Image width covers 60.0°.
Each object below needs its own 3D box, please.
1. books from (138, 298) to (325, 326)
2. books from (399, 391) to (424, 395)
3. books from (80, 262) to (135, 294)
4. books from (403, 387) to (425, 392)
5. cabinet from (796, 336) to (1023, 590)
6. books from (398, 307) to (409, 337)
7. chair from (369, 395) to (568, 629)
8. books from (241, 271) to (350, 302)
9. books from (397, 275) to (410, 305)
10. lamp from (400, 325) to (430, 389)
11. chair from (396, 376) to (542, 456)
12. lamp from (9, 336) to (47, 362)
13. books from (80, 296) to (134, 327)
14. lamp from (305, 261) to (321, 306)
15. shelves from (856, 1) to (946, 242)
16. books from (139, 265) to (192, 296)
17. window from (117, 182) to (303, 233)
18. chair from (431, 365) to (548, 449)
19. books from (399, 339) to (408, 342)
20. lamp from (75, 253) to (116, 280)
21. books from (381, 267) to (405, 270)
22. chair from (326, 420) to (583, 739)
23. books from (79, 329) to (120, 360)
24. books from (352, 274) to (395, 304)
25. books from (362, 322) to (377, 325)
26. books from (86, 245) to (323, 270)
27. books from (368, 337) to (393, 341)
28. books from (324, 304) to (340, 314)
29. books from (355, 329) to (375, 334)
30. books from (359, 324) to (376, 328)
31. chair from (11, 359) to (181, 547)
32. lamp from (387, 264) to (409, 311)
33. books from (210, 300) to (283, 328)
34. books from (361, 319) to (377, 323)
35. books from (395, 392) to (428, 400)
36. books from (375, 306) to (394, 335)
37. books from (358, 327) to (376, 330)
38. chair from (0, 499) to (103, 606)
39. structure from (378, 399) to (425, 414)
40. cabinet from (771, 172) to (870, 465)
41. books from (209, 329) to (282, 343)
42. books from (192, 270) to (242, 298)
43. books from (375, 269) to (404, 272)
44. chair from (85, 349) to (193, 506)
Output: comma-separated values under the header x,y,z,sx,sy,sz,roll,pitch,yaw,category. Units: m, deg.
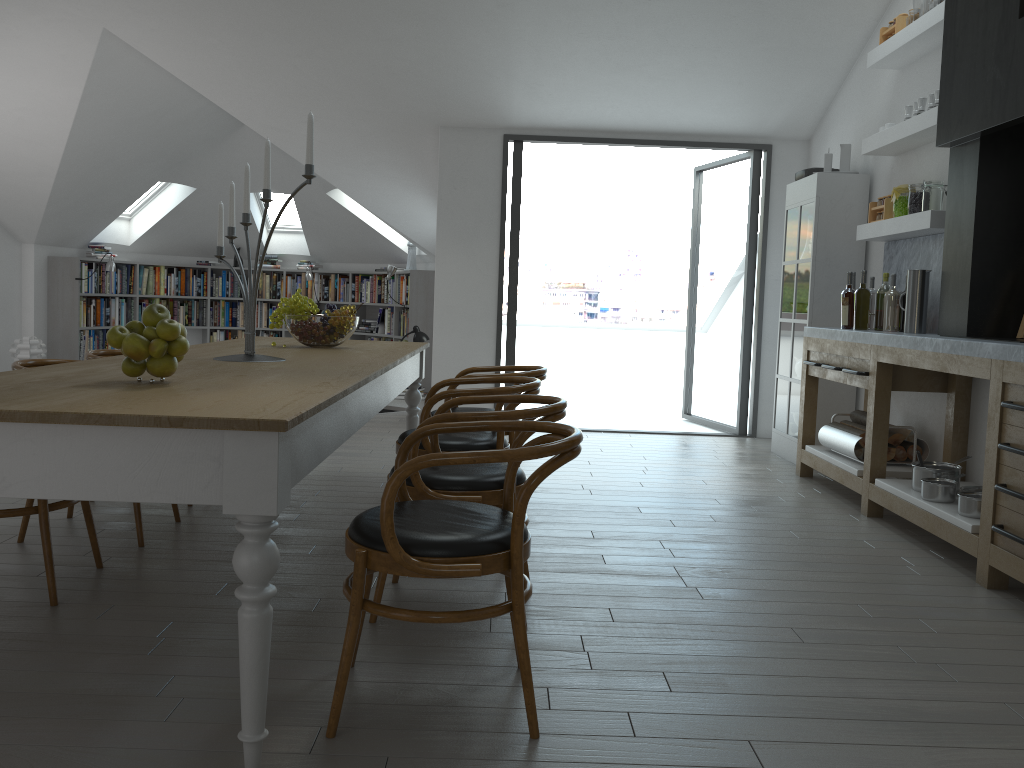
x,y,z,sx,sy,sz,roll,pitch,yaw,category
-3.609,-0.895,11.406,2.528,0.370,0.592,0,5,-20,books
-1.087,0.086,9.360,0.286,0.034,0.305,1,5,-10,books
-4.804,-1.226,10.259,0.300,0.360,1.034,3,5,15,books
-1.085,0.053,9.358,0.269,0.031,0.286,3,5,9,books
2.338,0.518,2.541,1.004,1.020,6.443,2,5,-1,cabinet
-1.119,-0.711,10.318,0.279,0.357,1.054,1,5,-15,books
-0.133,0.405,3.046,0.621,0.733,0.528,2,4,3,chair
-2.771,-1.279,11.598,1.566,0.366,0.394,3,5,5,books
-1.107,-1.095,10.305,0.292,0.361,1.016,1,5,-18,books
-1.037,-0.287,9.330,0.323,0.659,0.234,3,4,15,lamp
-0.197,0.335,3.772,0.621,0.733,0.528,2,4,-4,chair
-4.859,-0.216,8.903,0.305,0.524,0.306,1,4,-12,lamp
-4.826,-0.842,10.305,0.303,0.347,1.090,3,5,15,books
-2.551,-1.281,11.331,0.113,0.565,0.358,3,4,6,lamp
2.640,-1.129,2.875,0.480,1.359,5.563,2,5,-6,shelves
-4.376,-1.287,11.047,0.269,0.372,0.793,6,6,43,books
-2.916,-2.253,10.750,4.055,0.712,1.936,2,5,-1,window
-0.142,0.269,4.495,0.621,0.733,0.528,2,4,-1,chair
-1.125,-0.327,10.339,0.275,0.347,1.023,1,5,-15,books
-4.594,-1.299,9.802,0.414,0.311,0.117,2,4,-4,lamp
-1.488,-1.439,11.071,0.233,0.027,0.248,-1,6,-28,books
-0.138,0.472,2.324,0.621,0.733,0.528,2,4,-4,chair
-4.806,-0.462,10.292,0.261,0.358,1.021,3,5,16,books
-1.636,-1.195,11.137,0.971,0.367,0.306,7,6,43,books
-1.769,-0.773,11.337,0.213,0.036,0.227,-2,7,-40,books
-3.825,-1.577,11.157,2.814,0.173,0.749,-1,6,-30,books
-1.623,-0.422,11.131,0.975,0.351,0.252,7,6,42,books
-2.215,-0.858,11.519,0.399,0.340,0.224,4,4,19,books
-1.772,-0.678,11.343,0.388,0.042,0.366,6,7,39,books
-1.770,-0.741,11.339,0.269,0.031,0.286,-2,7,-40,books
-1.802,0.272,3.807,0.621,0.733,0.528,2,4,-1,chair
-1.310,-1.111,10.221,0.275,0.524,0.112,1,4,-10,lamp
-3.464,-0.918,11.639,1.028,0.358,0.301,1,5,-15,books
-1.767,-0.804,11.335,0.269,0.031,0.286,0,6,-20,books
-1.088,0.122,9.362,0.365,0.042,0.389,2,5,-1,books
-1.446,-0.785,10.995,0.256,0.350,0.554,-2,6,-44,books
-1.771,-0.711,11.341,0.286,0.031,0.269,6,6,34,books
-1.813,0.340,3.080,0.621,0.733,0.528,2,4,-5,chair
-3.001,0.404,9.534,4.717,0.692,4.712,7,7,44,structure
2.175,-0.448,6.309,0.361,1.986,0.643,2,4,-1,cabinet
-3.467,-0.536,11.622,0.997,0.351,0.298,1,5,-17,books
-3.837,-1.295,11.464,0.682,0.345,0.265,0,5,-24,books
-1.489,-1.411,11.073,0.316,0.036,0.336,-2,7,-38,books
-1.847,0.202,4.532,0.621,0.733,0.528,2,4,3,chair
